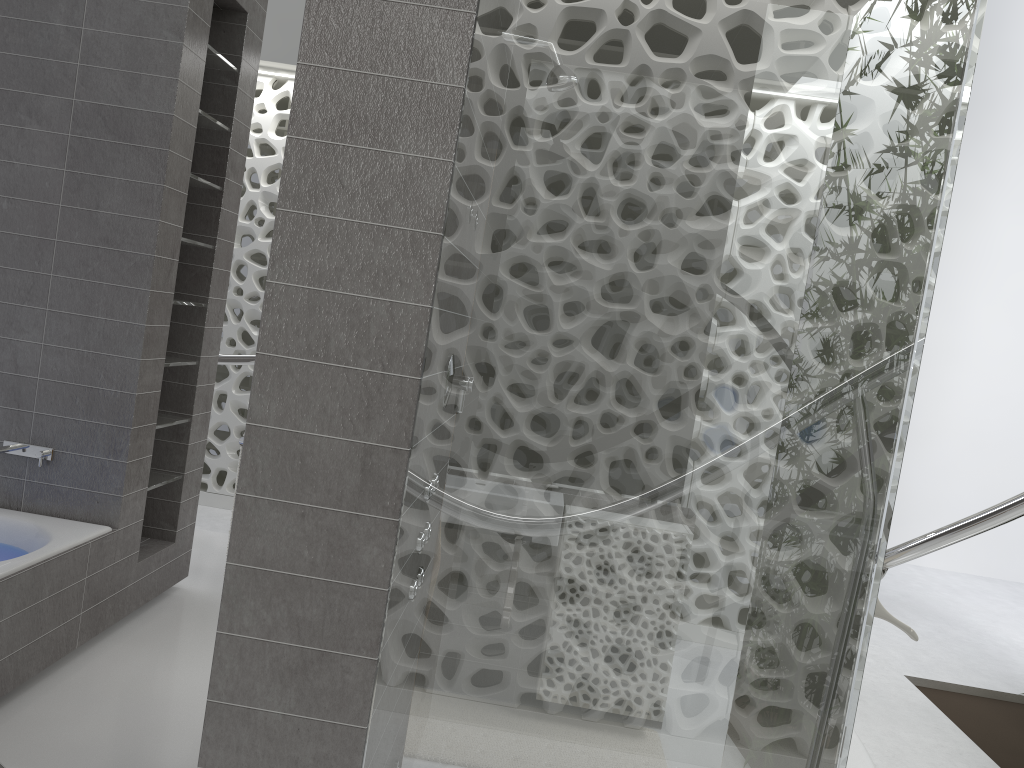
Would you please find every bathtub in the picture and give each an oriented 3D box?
[{"bbox_3d":[-1.986,0.741,2.604,0.800,0.435,1.700,9,3,2],"label":"bathtub"}]

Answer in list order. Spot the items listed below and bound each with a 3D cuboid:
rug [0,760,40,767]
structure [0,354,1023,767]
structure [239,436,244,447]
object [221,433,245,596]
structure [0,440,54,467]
[{"bbox_3d":[-0.405,1.295,2.110,2.486,0.044,0.790,9,3,2],"label":"rug"},{"bbox_3d":[-0.873,0.243,3.076,5.250,2.080,5.433,9,3,-3],"label":"structure"},{"bbox_3d":[-0.527,0.117,2.044,0.078,0.047,0.442,9,3,2],"label":"structure"},{"bbox_3d":[-0.601,0.416,2.061,0.042,0.656,0.283,9,3,2],"label":"object"},{"bbox_3d":[-1.871,0.272,3.368,0.200,0.073,0.119,9,3,2],"label":"structure"}]
